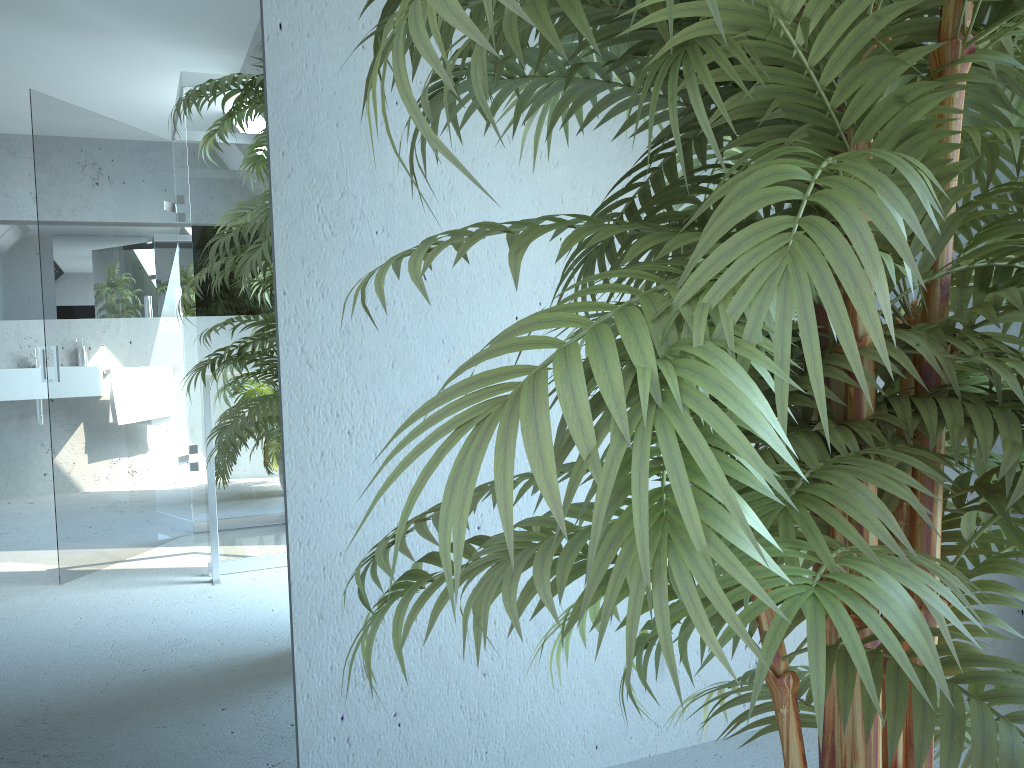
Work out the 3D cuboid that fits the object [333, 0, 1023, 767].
[{"bbox_3d":[0.328,-0.130,0.842,0.980,2.034,1.020,-1,3,25],"label":"object"}]
